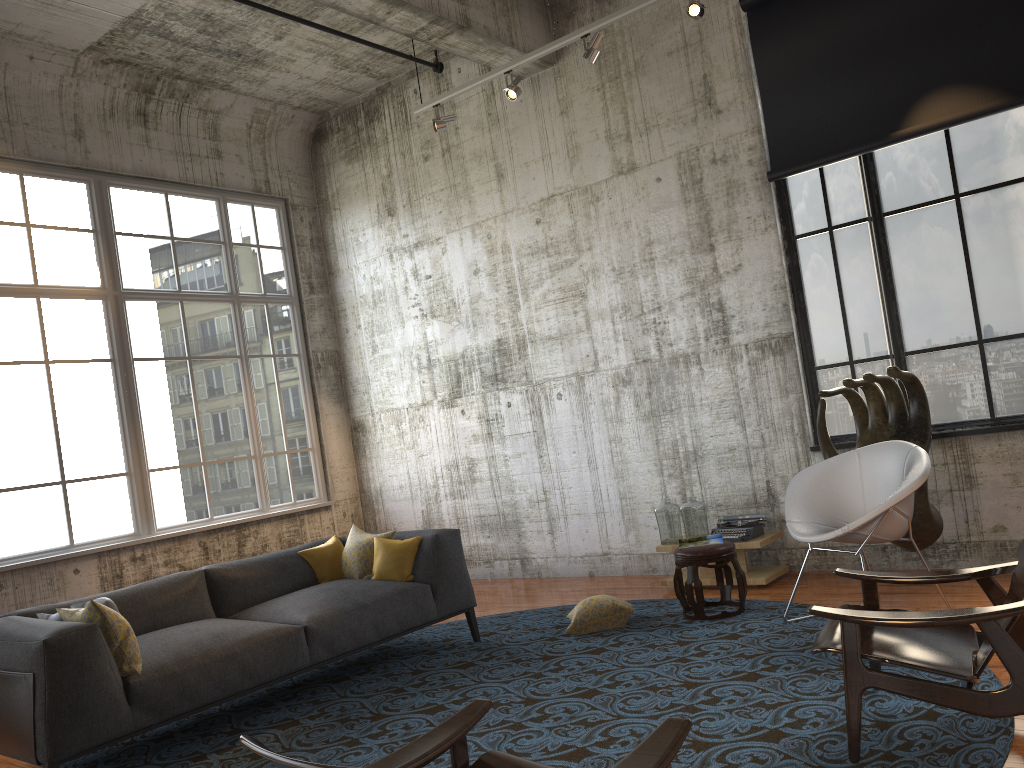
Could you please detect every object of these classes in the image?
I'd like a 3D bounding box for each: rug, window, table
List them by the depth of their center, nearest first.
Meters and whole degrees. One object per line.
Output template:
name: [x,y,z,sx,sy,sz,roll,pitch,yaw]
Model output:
rug: [-0.100,1.715,4.688,4.843,0.009,4.854,-8,-3,-6]
window: [3.117,-1.357,6.221,2.586,3.433,0.050,-10,-2,37]
table: [1.657,1.400,6.995,0.877,0.358,0.474,-11,-3,37]
window: [-3.556,-0.259,8.098,0.051,3.432,4.276,-9,-2,37]

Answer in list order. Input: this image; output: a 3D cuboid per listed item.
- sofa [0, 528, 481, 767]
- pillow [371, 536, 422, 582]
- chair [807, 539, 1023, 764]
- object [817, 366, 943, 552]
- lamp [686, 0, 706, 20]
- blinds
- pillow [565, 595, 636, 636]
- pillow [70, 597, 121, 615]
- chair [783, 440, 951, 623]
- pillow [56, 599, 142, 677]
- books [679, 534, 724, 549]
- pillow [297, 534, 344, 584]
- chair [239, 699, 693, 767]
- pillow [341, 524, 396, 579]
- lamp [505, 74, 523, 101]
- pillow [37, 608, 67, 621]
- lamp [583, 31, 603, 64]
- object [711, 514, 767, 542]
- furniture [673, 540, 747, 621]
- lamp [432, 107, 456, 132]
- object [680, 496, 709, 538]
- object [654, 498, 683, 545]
sofa: [-1.681,1.571,5.537,1.366,0.860,2.999,-11,-4,39]
pillow: [-0.821,1.200,6.077,0.435,0.318,0.168,-9,-2,12]
chair: [1.749,0.976,3.564,1.045,0.792,0.874,-10,-3,27]
object: [2.538,0.546,6.128,0.455,1.295,0.730,-7,-2,-41]
lamp: [1.270,-2.623,6.134,0.102,0.211,0.260,-10,-3,32]
blinds: [2.841,-2.459,6.110,2.450,1.463,0.150,-11,-2,38]
pillow: [0.611,1.595,6.171,0.504,0.247,0.481,-9,-3,4]
pillow: [-2.193,1.299,4.778,0.365,0.314,0.170,-10,-2,27]
chair: [2.072,0.900,5.294,0.805,1.029,1.059,-8,-2,-13]
pillow: [-2.094,1.288,4.547,0.538,0.445,0.259,-11,-3,45]
books: [1.302,1.086,6.118,0.300,0.043,0.229,-9,-3,11]
pillow: [-1.311,1.288,6.349,0.404,0.371,0.229,-6,-3,-43]
chair: [-0.067,1.179,2.312,0.877,0.792,1.041,-10,-3,38]
pillow: [-1.062,1.229,6.302,0.538,0.445,0.259,-11,-3,45]
lamp: [0.013,-2.379,7.127,0.198,0.228,0.102,-7,-2,-43]
pillow: [-2.387,1.349,4.786,0.435,0.318,0.168,-10,-2,37]
lamp: [0.598,-2.496,6.630,0.183,0.240,0.102,-10,-2,32]
object: [1.730,1.125,6.885,0.425,0.153,0.381,-11,-4,37]
furniture: [1.348,1.331,6.071,0.431,0.476,0.432,-8,-2,-8]
lamp: [-0.607,-2.263,7.591,0.260,0.211,0.102,-8,-2,-17]
object: [1.445,1.071,6.993,0.163,0.361,0.162,-10,-2,40]
object: [1.264,1.106,7.134,0.163,0.361,0.163,-10,-2,36]
